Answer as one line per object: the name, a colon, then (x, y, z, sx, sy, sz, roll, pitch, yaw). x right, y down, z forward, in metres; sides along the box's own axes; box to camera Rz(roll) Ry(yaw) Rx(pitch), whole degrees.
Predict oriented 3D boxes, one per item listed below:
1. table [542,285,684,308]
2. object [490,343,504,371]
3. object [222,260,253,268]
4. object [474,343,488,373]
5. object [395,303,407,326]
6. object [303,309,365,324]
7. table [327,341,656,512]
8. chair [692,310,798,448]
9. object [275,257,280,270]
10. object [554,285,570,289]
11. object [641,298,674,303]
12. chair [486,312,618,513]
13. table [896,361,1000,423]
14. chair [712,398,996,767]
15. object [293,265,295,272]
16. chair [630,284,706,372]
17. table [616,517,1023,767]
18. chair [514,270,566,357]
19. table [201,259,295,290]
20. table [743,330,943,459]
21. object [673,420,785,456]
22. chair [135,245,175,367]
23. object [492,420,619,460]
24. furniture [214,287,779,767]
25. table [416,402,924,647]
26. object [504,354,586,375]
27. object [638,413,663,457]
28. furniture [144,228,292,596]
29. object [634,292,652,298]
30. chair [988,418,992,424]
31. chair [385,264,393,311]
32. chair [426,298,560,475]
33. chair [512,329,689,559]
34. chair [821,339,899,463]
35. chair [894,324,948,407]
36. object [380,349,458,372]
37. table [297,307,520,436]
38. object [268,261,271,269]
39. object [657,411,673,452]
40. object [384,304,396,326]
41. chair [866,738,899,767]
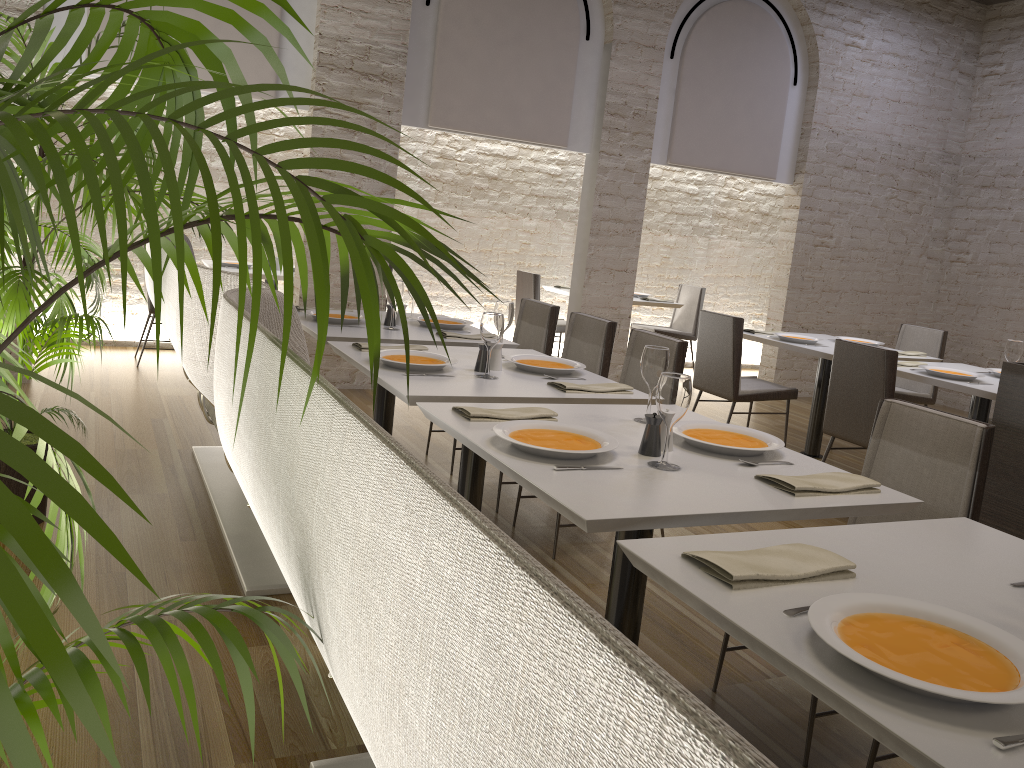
table: (0.882, -0.458, 8.285, 0.935, 0.756, 1.017, 2, 10, -26)
object: (-0.061, -0.109, 3.335, 0.059, 0.109, 0.060, 8, 9, 9)
object: (-2.112, -0.911, 6.767, 0.322, 0.036, 0.323, 8, 10, 9)
object: (-0.105, -0.101, 3.264, 0.059, 0.109, 0.060, 8, 9, 9)
object: (-0.542, -0.344, 4.351, 0.059, 0.109, 0.060, 8, 9, 9)
object: (-0.839, -0.317, 4.239, 0.322, 0.036, 0.323, 8, 10, 11)
table: (-0.155, 0.311, 3.396, 0.935, 0.756, 1.017, 2, 10, -26)
chair: (1.448, 0.016, 5.595, 0.565, 0.901, 0.414, 2, 9, -26)
object: (-1.815, -0.939, 6.878, 0.059, 0.109, 0.060, 3, 9, -24)
object: (0.551, -0.913, 8.426, 0.272, 0.033, 0.143, 1, 11, -26)
object: (1.314, -0.758, 8.024, 0.272, 0.033, 0.143, 1, 11, -26)
chair: (0.136, 0.110, 4.280, 0.565, 0.901, 0.414, 2, 9, -26)
table: (2.516, 0.340, 4.846, 0.935, 0.756, 1.017, 2, 10, -26)
chair: (0.968, 0.517, 2.526, 0.565, 0.901, 0.414, 2, 9, -26)
object: (-1.627, -0.900, 6.999, 0.322, 0.036, 0.323, 8, 10, 9)
chair: (1.493, -0.514, 8.560, 0.565, 0.901, 0.414, 2, 9, -26)
table: (0.783, 0.770, 1.418, 0.935, 0.756, 1.017, 2, 10, -26)
chair: (0.312, -0.540, 7.991, 0.565, 0.901, 0.414, 2, 9, -26)
table: (-1.910, -0.519, 6.939, 0.935, 0.756, 1.017, 2, 10, -26)
table: (2.035, 0.105, 5.862, 0.935, 0.756, 1.017, 2, 10, -26)
object: (0.593, 0.158, 2.473, 0.322, 0.036, 0.323, 8, 10, 11)
chair: (-2.493, -0.602, 6.639, 0.565, 0.901, 0.414, 2, 9, -26)
object: (0.108, 0.147, 2.241, 0.322, 0.036, 0.323, 8, 10, 11)
furniture: (0.439, 0.746, 0.397, 0.708, 1.091, 4.506, 2, 11, -26)
table: (0.311, 0.539, 2.414, 0.935, 0.756, 1.017, 2, 10, -26)
object: (0.127, -0.070, 3.455, 0.322, 0.036, 0.323, 8, 10, 11)
object: (0.361, 0.127, 2.281, 0.059, 0.109, 0.060, 8, 9, 9)
furniture: (-1.113, -0.014, 3.672, 0.707, 1.091, 2.602, 2, 11, -26)
object: (1.164, -0.839, 8.344, 0.322, 0.036, 0.323, 8, 10, 9)
chair: (3.108, 0.276, 5.153, 0.565, 0.901, 0.414, 2, 9, -26)
chair: (-1.312, -0.576, 7.208, 0.565, 0.901, 0.414, 2, 9, -26)
chair: (-0.108, -0.009, 4.795, 0.565, 0.901, 0.414, 2, 9, -26)
chair: (0.373, 0.226, 3.781, 0.565, 0.901, 0.414, 2, 9, -26)
chair: (1.927, 0.250, 4.584, 0.565, 0.901, 0.414, 2, 9, -26)
chair: (2.629, 0.042, 6.164, 0.565, 0.901, 0.414, 2, 9, -26)
object: (-0.358, -0.081, 3.224, 0.322, 0.036, 0.323, 8, 10, 11)
table: (-0.637, 0.076, 4.412, 0.935, 0.756, 1.017, 2, 10, -26)
object: (-1.859, -0.931, 6.807, 0.059, 0.109, 0.060, 3, 9, -24)
object: (0.405, 0.119, 2.353, 0.059, 0.109, 0.060, 8, 9, 9)
object: (-0.586, -0.336, 4.279, 0.059, 0.109, 0.060, 8, 9, 9)
chair: (1.203, 0.632, 2.029, 0.565, 0.901, 0.414, 2, 9, -26)
